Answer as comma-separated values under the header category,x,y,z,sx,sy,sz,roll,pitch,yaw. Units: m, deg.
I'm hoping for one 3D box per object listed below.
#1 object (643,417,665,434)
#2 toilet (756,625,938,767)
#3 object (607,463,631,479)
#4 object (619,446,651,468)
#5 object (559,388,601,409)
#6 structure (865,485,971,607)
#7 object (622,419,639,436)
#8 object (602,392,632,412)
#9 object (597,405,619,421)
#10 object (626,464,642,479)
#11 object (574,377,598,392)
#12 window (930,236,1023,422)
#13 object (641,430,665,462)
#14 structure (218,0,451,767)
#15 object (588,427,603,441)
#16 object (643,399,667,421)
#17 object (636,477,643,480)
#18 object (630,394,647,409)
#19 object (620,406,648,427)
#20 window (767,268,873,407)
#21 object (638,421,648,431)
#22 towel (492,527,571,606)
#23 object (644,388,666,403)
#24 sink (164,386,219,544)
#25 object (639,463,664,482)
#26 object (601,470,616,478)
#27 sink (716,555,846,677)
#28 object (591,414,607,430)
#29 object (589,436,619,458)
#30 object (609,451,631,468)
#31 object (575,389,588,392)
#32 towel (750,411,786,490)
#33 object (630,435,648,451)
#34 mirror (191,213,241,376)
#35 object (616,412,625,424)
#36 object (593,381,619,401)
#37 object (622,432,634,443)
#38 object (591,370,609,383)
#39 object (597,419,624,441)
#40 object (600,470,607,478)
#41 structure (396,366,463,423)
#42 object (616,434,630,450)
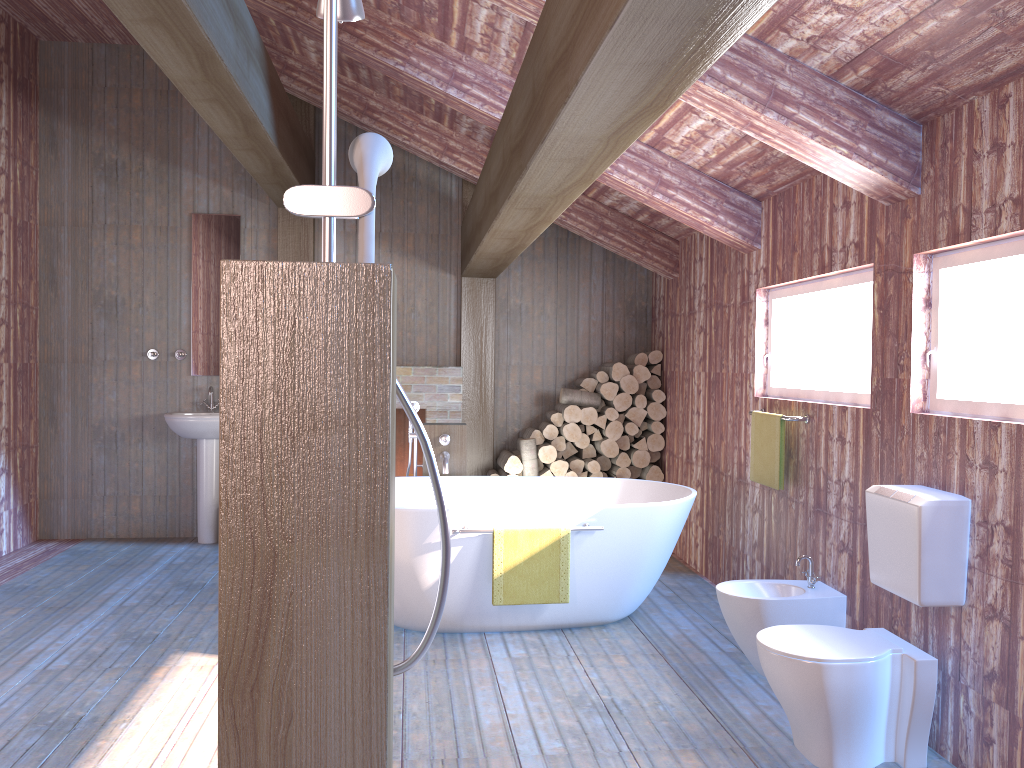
category,x,y,z,sx,sy,sz,roll,pitch,yaw
object,1.050,0.311,6.735,0.102,0.109,0.438,1,1,-6
toilet,1.105,1.077,3.045,0.534,0.400,0.375,1,1,-6
object,0.801,0.664,6.685,0.116,0.117,0.289,1,1,-9
object,0.921,0.547,6.733,0.137,0.133,0.437,1,1,-8
object,0.504,0.106,6.565,0.302,0.157,0.121,1,1,-6
structure,1.387,0.546,3.058,0.182,0.363,0.358,1,1,-6
object,0.856,0.320,6.711,0.102,0.109,0.438,1,1,-6
object,0.786,0.134,6.701,0.143,0.151,0.440,1,1,-6
object,0.707,0.211,6.690,0.102,0.109,0.438,1,1,-6
object,0.898,0.661,6.826,0.118,0.106,0.319,1,1,-9
object,0.561,0.012,6.769,0.140,0.121,0.319,1,1,-5
window,1.618,-0.170,2.639,0.054,0.587,1.255,1,1,-6
object,1.036,0.477,6.747,0.137,0.256,0.439,1,1,-6
structure,-0.304,0.196,1.572,0.328,2.209,0.522,1,1,14
object,0.621,0.371,6.691,0.085,0.096,0.280,1,1,-6
object,1.042,0.193,6.735,0.147,0.152,0.439,1,1,-6
object,1.032,0.769,6.799,0.114,0.113,0.301,1,1,-9
object,0.925,0.122,6.715,0.089,0.106,0.437,1,1,-5
object,0.889,0.238,6.744,0.172,0.151,0.482,1,1,-5
window,1.467,-0.207,4.178,0.054,0.587,1.255,1,1,-6
object,0.984,0.310,6.772,0.088,0.092,0.280,1,1,-6
towel,0.091,0.852,4.157,0.370,0.361,0.032,0,1,-10
object,1.057,0.080,6.730,0.102,0.109,0.438,1,1,-6
sink,-2.205,0.590,6.408,0.582,1.143,0.475,1,1,-7
object,1.022,0.663,6.761,0.139,0.137,0.455,1,1,-8
object,0.706,0.718,6.703,0.115,0.112,0.423,1,1,-6
sink,1.138,1.000,3.837,0.515,0.517,0.335,1,1,-6
object,0.618,0.281,6.681,0.109,0.124,0.424,1,1,-7
object,0.683,0.464,6.696,0.141,0.143,0.437,1,1,-8
object,0.800,0.556,6.687,0.114,0.113,0.301,1,1,-9
object,0.507,0.097,6.764,0.113,0.130,0.291,1,1,-5
towel,1.265,0.323,4.397,0.032,0.361,0.370,1,1,-6
object,0.924,0.430,6.723,0.115,0.112,0.423,1,1,-6
mirror,-2.198,-0.660,6.589,0.350,1.199,0.009,1,1,-7
object,0.783,0.260,6.681,0.095,0.090,0.278,1,1,-5
object,0.688,0.043,6.705,0.139,0.148,0.458,1,1,-6
object,0.869,0.403,6.703,0.065,0.069,0.177,1,1,-7
object,0.660,-0.055,6.671,0.094,0.097,0.227,1,1,-6
object,0.727,0.340,6.699,0.136,0.157,0.439,1,1,-6
object,0.678,0.683,6.686,0.054,0.056,0.146,1,1,-6
structure,-0.949,0.523,6.689,1.130,1.330,0.226,1,1,-7
object,0.800,0.429,6.695,0.111,0.118,0.302,1,1,-7
